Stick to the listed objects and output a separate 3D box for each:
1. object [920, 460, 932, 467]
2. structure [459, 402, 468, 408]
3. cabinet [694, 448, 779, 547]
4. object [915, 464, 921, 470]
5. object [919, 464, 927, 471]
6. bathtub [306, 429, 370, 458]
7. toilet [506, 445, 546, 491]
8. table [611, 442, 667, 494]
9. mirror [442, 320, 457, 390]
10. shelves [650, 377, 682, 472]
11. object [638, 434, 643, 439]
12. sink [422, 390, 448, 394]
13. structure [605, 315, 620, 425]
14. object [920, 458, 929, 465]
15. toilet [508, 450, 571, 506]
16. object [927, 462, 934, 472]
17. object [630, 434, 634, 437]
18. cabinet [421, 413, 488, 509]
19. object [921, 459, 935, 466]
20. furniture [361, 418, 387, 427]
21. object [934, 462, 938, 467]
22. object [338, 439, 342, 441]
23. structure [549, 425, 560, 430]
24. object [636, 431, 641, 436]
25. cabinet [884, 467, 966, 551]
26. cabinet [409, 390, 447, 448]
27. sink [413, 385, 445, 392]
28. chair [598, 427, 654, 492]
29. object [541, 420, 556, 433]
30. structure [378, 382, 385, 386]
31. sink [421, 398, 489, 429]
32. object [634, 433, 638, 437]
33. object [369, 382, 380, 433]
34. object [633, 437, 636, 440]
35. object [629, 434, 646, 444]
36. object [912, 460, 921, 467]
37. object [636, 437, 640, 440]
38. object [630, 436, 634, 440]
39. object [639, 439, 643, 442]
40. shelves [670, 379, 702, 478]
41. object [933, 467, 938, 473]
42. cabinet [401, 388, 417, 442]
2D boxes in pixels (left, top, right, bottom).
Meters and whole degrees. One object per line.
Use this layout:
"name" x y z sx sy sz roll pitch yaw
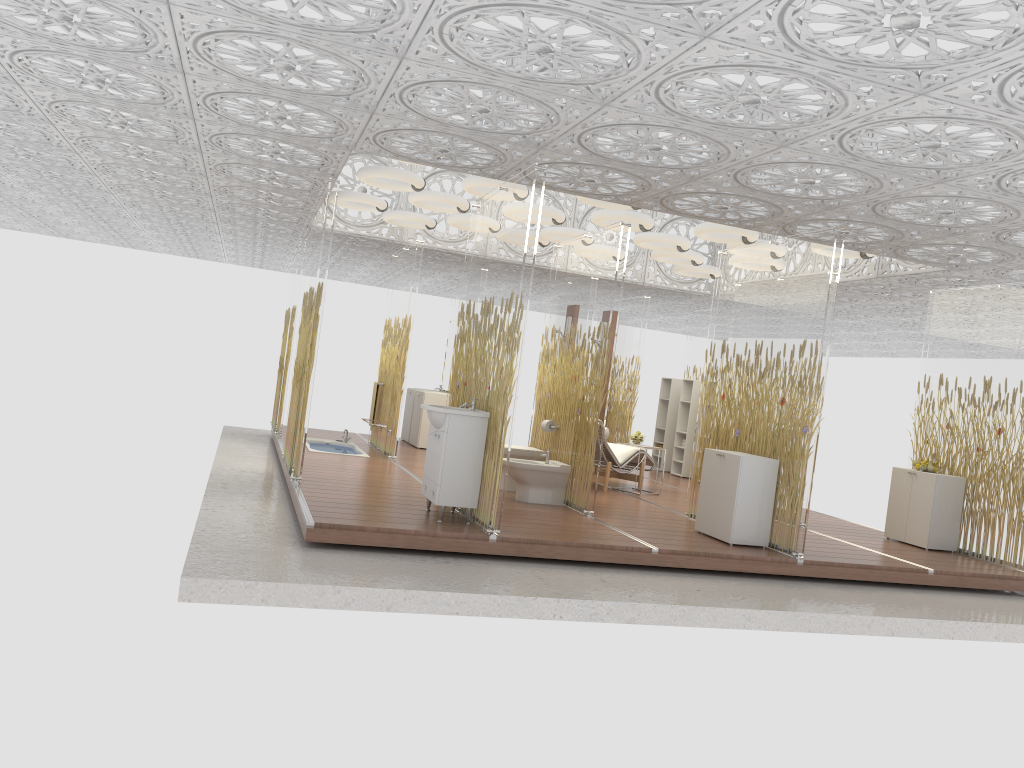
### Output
"object" 4.119 0.797 8.818 0.032 0.085 0.186 7 0 -5
"structure" -0.479 0.224 7.289 0.115 0.183 0.405 7 0 -19
"cabinet" 1.880 0.941 7.459 0.358 0.712 0.595 7 0 -17
"object" 4.032 0.822 8.796 0.056 0.066 0.053 7 0 -15
"object" 4.046 0.820 8.739 0.066 0.065 0.091 7 0 -2
"bathtub" -2.245 0.890 11.058 0.700 0.582 1.700 7 0 -17
"toilet" -0.037 0.852 9.025 0.611 0.437 0.401 7 0 -17
"table" 1.476 0.980 10.307 0.420 0.535 0.420 7 0 43
"mirror" -0.821 -0.424 13.156 0.009 1.081 1.422 7 0 -17
"shelves" 2.527 0.646 14.103 0.344 1.460 0.366 7 0 -17
"object" 1.493 0.612 10.275 0.050 0.054 0.055 7 0 42
"sink" -1.042 0.155 12.741 0.499 0.266 0.573 7 0 -14
"structure" 1.263 0.024 13.882 0.624 2.402 0.433 7 0 -31
"object" 4.090 0.771 8.810 0.035 0.084 0.200 7 0 5
"toilet" 0.184 0.852 8.301 0.611 0.506 0.401 7 0 -17
"object" 4.113 0.813 8.706 0.064 0.097 0.064 7 0 -26
"object" 1.404 0.607 10.340 0.047 0.048 0.047 7 0 36
"cabinet" -0.443 0.549 6.726 0.316 0.678 0.580 7 0 -17
"object" 4.143 0.792 8.810 0.045 0.064 0.202 7 0 -13
"furniture" -1.690 0.468 10.828 0.178 0.014 0.977 7 0 -17
"object" 4.167 0.803 8.854 0.051 0.079 0.186 7 0 -38
"object" -2.306 0.752 11.862 0.066 0.016 0.035 7 0 -8
"structure" 0.394 0.420 8.735 0.080 0.047 0.215 7 0 -17
"object" 1.469 0.573 10.299 0.055 0.056 0.055 7 0 -17
"cabinet" 4.073 1.225 8.771 0.358 0.712 0.595 7 0 -17
"cabinet" -1.104 0.518 12.734 0.549 0.782 0.643 7 0 -17
"sink" -1.249 0.128 13.428 0.499 0.266 0.573 7 0 -20
"chair" 1.084 0.804 10.453 0.635 0.811 1.787 7 0 33
"object" 0.362 0.415 8.746 0.115 0.115 0.131 7 0 -17
"structure" -1.738 -0.005 11.587 0.078 0.047 0.442 7 0 -17
"sink" -0.463 0.216 6.704 0.454 0.263 0.603 7 0 -17
"object" 1.436 0.593 10.245 0.047 0.045 0.047 7 0 -16
"object" -1.802 0.297 11.578 0.042 0.656 0.283 7 0 -17
"object" 1.416 0.627 10.257 0.040 0.040 0.039 7 0 -25
"object" 1.450 0.650 10.303 0.206 0.105 0.206 7 0 28
"object" 4.037 0.797 8.857 0.077 0.067 0.078 7 0 -16
"object" 1.458 0.630 10.244 0.047 0.045 0.047 7 0 -13
"object" 1.403 0.624 10.297 0.058 0.058 0.058 7 0 40
"object" 1.501 0.655 10.287 0.045 0.042 0.045 7 0 -22
"shelves" 2.729 0.673 13.430 0.344 1.460 0.366 7 0 -17
"object" 4.161 0.848 8.735 0.066 0.055 0.055 7 0 31
"cabinet" -1.311 0.491 13.422 0.549 0.782 0.643 7 0 -17
